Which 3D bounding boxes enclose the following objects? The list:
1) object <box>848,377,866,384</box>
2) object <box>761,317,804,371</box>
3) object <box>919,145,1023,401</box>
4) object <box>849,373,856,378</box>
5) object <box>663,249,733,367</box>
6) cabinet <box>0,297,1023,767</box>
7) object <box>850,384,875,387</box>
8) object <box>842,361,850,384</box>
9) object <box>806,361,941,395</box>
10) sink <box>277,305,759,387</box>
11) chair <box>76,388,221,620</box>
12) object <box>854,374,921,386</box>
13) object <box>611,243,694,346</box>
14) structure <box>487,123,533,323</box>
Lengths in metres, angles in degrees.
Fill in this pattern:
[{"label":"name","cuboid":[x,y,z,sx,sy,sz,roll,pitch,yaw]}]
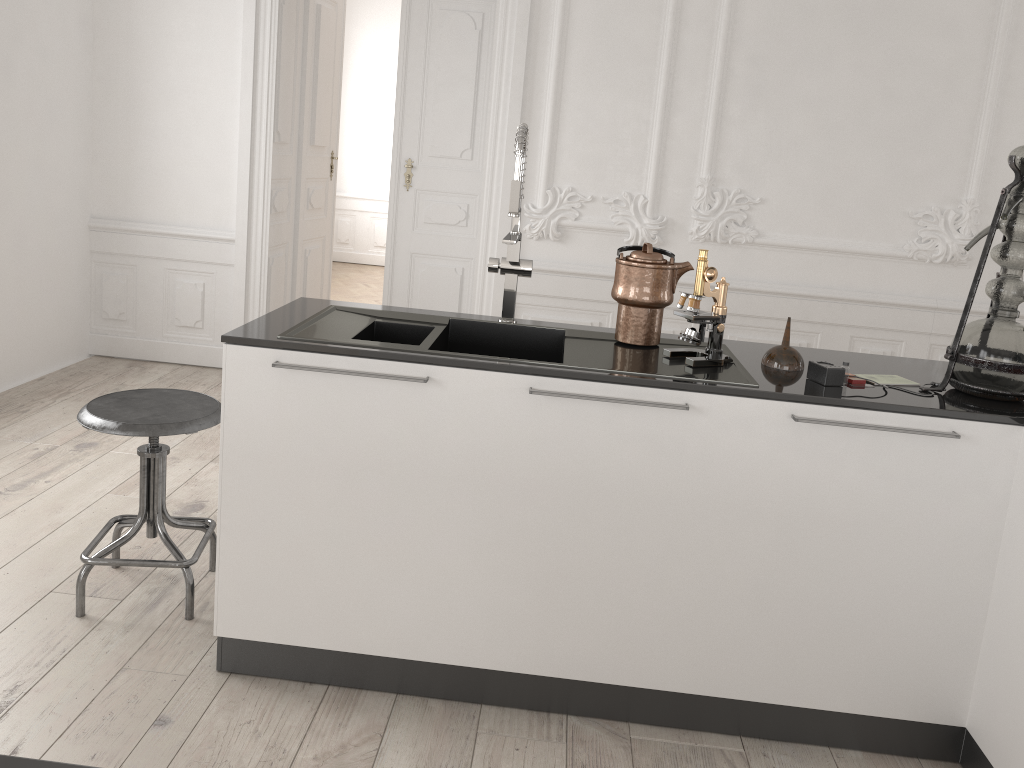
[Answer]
[{"label":"object","cuboid":[0.864,-0.008,2.222,0.039,0.010,0.026,1,14,-17]},{"label":"object","cuboid":[0.727,-0.112,2.344,0.111,0.130,0.112,7,12,8]},{"label":"object","cuboid":[1.256,-0.283,2.154,0.319,0.641,0.297,-5,15,-43]},{"label":"object","cuboid":[0.866,-0.020,2.266,0.042,0.012,0.033,2,14,-12]},{"label":"object","cuboid":[0.508,-0.205,2.307,0.169,0.287,0.133,0,12,-27]},{"label":"cabinet","cuboid":[0.434,0.613,1.419,2.462,0.869,2.748,6,14,3]},{"label":"object","cuboid":[0.871,0.003,2.198,0.060,0.001,0.020,1,15,-17]},{"label":"object","cuboid":[0.826,-0.028,2.195,0.017,0.055,0.018,2,11,-17]},{"label":"object","cuboid":[0.936,-0.013,2.199,0.375,0.044,0.126,3,14,-8]},{"label":"sink","cuboid":[0.017,-0.049,2.370,1.165,0.138,0.492,6,14,3]},{"label":"chair","cuboid":[-1.054,0.340,2.593,0.401,0.570,0.408,0,12,-23]},{"label":"object","cuboid":[0.965,-0.011,2.283,0.140,0.003,0.095,1,15,-17]},{"label":"object","cuboid":[0.377,-0.257,2.490,0.210,0.276,0.187,16,16,43]},{"label":"structure","cuboid":[-0.003,-0.441,2.486,0.130,0.573,0.284,6,11,3]}]
